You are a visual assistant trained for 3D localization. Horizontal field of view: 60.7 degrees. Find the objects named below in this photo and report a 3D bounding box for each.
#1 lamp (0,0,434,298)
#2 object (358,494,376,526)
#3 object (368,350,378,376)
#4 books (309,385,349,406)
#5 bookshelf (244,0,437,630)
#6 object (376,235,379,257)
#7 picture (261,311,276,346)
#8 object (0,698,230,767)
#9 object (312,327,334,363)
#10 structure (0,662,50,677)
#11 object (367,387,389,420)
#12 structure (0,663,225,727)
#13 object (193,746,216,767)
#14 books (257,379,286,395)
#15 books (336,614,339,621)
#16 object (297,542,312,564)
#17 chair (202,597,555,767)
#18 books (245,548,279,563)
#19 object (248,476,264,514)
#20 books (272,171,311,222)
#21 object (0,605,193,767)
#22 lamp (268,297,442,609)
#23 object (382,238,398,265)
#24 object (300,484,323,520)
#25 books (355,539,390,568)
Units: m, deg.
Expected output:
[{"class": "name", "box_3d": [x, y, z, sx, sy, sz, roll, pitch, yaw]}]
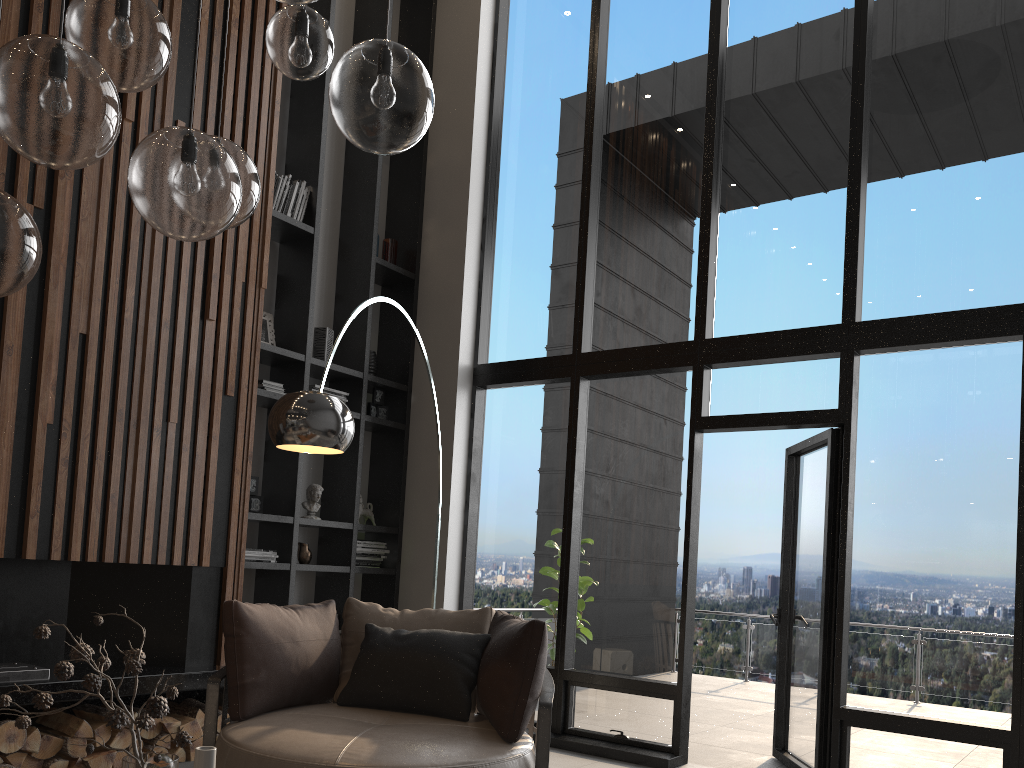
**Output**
[{"class": "lamp", "box_3d": [-0.593, -2.613, 2.048, 1.229, 4.938, 1.245, 1, -4, 33]}, {"class": "object", "box_3d": [-1.074, 0.866, 6.198, 0.130, 0.277, 0.256, 1, -7, 28]}, {"class": "object", "box_3d": [-1.022, -0.123, 6.224, 0.140, 0.215, 0.143, 1, -6, 27]}, {"class": "books", "box_3d": [-1.274, 0.102, 5.824, 0.219, 0.126, 0.328, -3, -13, 35]}, {"class": "bookshelf", "box_3d": [-1.237, -0.857, 5.860, 0.338, 5.252, 1.475, 1, -4, 36]}, {"class": "object", "box_3d": [-0.980, -0.983, 6.187, 0.078, 0.290, 0.078, 4, -4, -18]}, {"class": "picture", "box_3d": [-1.586, -0.336, 5.483, 0.114, 0.268, 0.219, 0, -7, 37]}, {"class": "object", "box_3d": [-1.920, 1.752, 4.438, 0.436, 0.385, 4.105, -3, -13, 36]}, {"class": "object", "box_3d": [-1.263, -0.238, 5.838, 0.104, 0.256, 0.105, 2, -4, 16]}, {"class": "structure", "box_3d": [-2.536, 1.329, 3.979, 0.300, 0.101, 0.722, -4, -14, 35]}, {"class": "object", "box_3d": [-0.955, 0.148, 6.197, 0.059, 0.230, 0.191, 1, -7, 38]}, {"class": "structure", "box_3d": [-2.749, 1.457, 3.578, 0.668, 0.451, 6.641, -3, -13, 35]}, {"class": "object", "box_3d": [-0.607, 0.831, 1.551, 0.322, 0.393, 0.318, 8, -8, -35]}, {"class": "books", "box_3d": [-1.566, 0.030, 5.433, 0.328, 0.071, 0.178, -5, -13, 35]}, {"class": "books", "box_3d": [-1.331, 1.637, 5.797, 0.174, 0.283, 0.338, 0, -9, 36]}, {"class": "object", "box_3d": [-1.368, 1.118, 5.776, 0.100, 0.141, 0.103, 5, -6, -16]}, {"class": "chair", "box_3d": [-0.549, 1.418, 3.822, 1.455, 0.887, 1.497, 8, -11, -27]}, {"class": "books", "box_3d": [-1.616, 1.047, 5.358, 0.219, 0.077, 0.328, -4, -14, 35]}, {"class": "object", "box_3d": [-1.617, 0.685, 5.395, 0.059, 0.232, 0.191, 1, -7, 34]}, {"class": "books", "box_3d": [-1.467, -1.161, 5.495, 0.185, 0.295, 0.373, -1, -9, 36]}, {"class": "object", "box_3d": [-0.925, 0.802, 1.971, 0.541, 0.596, 0.322, 3, -5, 7]}, {"class": "lamp", "box_3d": [-0.600, 0.760, 4.113, 0.320, 2.303, 2.069, 3, -7, 13]}, {"class": "object", "box_3d": [-0.887, -0.921, 6.326, 0.102, 0.227, 0.103, 2, -5, 21]}, {"class": "object", "box_3d": [-1.323, 0.781, 5.783, 0.138, 0.242, 0.138, 5, -5, -13]}, {"class": "books", "box_3d": [-1.071, 1.191, 6.153, 0.218, 0.188, 0.379, -2, -12, 36]}]
